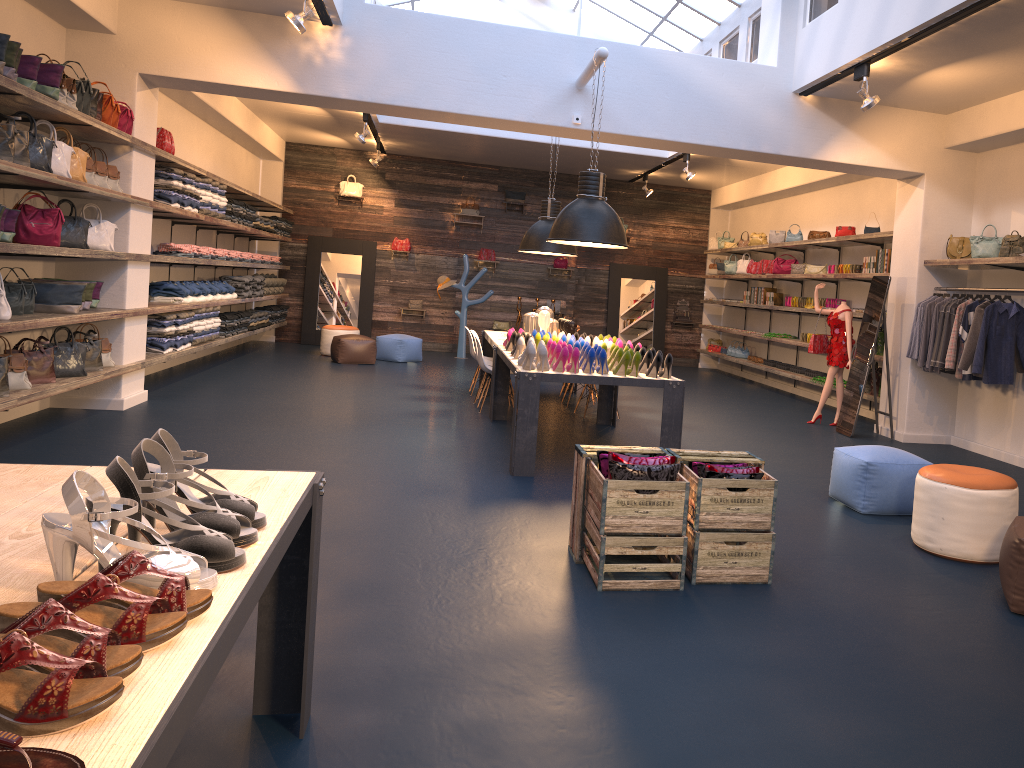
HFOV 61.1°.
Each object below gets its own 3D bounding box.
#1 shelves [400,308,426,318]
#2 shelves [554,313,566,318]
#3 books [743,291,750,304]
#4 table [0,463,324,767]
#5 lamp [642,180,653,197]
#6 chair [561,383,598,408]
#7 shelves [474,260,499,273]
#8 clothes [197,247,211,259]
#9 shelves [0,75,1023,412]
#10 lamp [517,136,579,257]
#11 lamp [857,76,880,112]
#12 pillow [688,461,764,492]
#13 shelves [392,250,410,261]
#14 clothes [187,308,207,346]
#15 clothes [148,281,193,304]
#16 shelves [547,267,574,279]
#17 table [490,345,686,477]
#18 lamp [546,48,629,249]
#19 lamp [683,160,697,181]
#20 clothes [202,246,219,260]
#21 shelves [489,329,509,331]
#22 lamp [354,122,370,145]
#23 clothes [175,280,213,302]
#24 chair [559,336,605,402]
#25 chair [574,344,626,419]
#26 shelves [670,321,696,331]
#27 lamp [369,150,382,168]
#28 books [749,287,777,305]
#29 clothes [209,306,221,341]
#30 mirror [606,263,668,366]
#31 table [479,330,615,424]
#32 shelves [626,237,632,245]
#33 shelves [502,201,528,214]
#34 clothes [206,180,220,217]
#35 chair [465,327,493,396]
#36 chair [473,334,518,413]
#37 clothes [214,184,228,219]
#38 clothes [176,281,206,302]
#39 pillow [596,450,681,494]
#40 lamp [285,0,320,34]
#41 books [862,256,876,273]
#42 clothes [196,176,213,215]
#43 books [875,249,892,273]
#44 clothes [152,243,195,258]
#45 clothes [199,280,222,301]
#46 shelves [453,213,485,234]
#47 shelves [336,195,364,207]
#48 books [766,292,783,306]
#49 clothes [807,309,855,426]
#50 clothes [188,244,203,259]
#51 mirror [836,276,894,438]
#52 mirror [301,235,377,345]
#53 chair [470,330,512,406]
[{"bbox_3d":[-1.796,-1.291,15.763,0.468,0.143,0.238,3,5,-12],"label":"shelves"},{"bbox_3d":[0.769,-1.262,16.391,0.468,0.183,0.237,3,5,-12],"label":"shelves"},{"bbox_3d":[4.133,-1.489,15.000,0.185,0.209,0.310,4,5,-7],"label":"books"},{"bbox_3d":[-1.105,0.745,1.252,1.272,0.737,2.475,4,6,-7],"label":"table"},{"bbox_3d":[2.415,-3.468,15.484,0.223,0.327,0.195,7,4,34],"label":"lamp"},{"bbox_3d":[0.857,-0.132,10.058,0.564,0.799,0.451,4,3,-11],"label":"chair"},{"bbox_3d":[-0.473,-2.173,16.039,0.468,0.210,0.237,3,5,-12],"label":"shelves"},{"bbox_3d":[-3.670,-1.514,9.997,0.344,0.158,0.327,6,6,11],"label":"clothes"},{"bbox_3d":[0.546,-0.723,7.986,8.904,2.217,16.414,4,6,-7],"label":"shelves"},{"bbox_3d":[0.464,-2.307,9.900,0.657,1.642,0.745,6,3,27],"label":"lamp"},{"bbox_3d":[3.085,-2.506,7.557,0.230,0.327,0.189,6,3,18],"label":"lamp"},{"bbox_3d":[1.051,0.533,4.396,0.319,0.318,0.446,4,5,-8],"label":"pillow"},{"bbox_3d":[-2.006,-2.317,15.658,0.314,0.157,0.238,3,5,-11],"label":"shelves"},{"bbox_3d":[-3.583,-0.653,9.644,0.268,0.454,0.336,5,4,4],"label":"clothes"},{"bbox_3d":[-3.618,-0.968,9.121,0.438,0.240,0.417,4,5,-10],"label":"clothes"},{"bbox_3d":[0.911,-2.088,16.404,0.513,0.184,0.195,3,5,-13],"label":"shelves"},{"bbox_3d":[0.534,0.166,7.480,1.272,0.737,2.475,4,6,-7],"label":"table"},{"bbox_3d":[0.690,-1.988,7.269,0.737,1.642,0.664,3,3,-18],"label":"lamp"},{"bbox_3d":[2.634,-3.155,12.905,0.223,0.327,0.195,7,4,34],"label":"lamp"},{"bbox_3d":[-3.673,-1.559,10.327,0.333,0.154,0.339,3,6,-15],"label":"clothes"},{"bbox_3d":[-0.198,-0.933,16.169,0.468,0.157,0.237,3,5,-12],"label":"shelves"},{"bbox_3d":[-2.040,-3.413,11.835,0.223,0.327,0.195,7,4,34],"label":"lamp"},{"bbox_3d":[-3.688,-1.068,9.941,0.438,0.240,0.417,4,5,-10],"label":"clothes"},{"bbox_3d":[0.865,-0.207,10.716,0.560,0.799,0.454,4,3,-9],"label":"chair"},{"bbox_3d":[0.977,-0.049,9.418,0.571,0.799,0.445,3,3,-17],"label":"chair"},{"bbox_3d":[3.345,-1.130,17.029,0.468,0.157,0.237,3,5,-12],"label":"shelves"},{"bbox_3d":[-2.258,-3.724,14.396,0.223,0.327,0.195,7,4,34],"label":"lamp"},{"bbox_3d":[4.206,-1.471,14.546,0.247,0.287,0.621,4,6,-8],"label":"books"},{"bbox_3d":[-3.640,-0.734,10.313,0.268,0.454,0.336,5,4,4],"label":"clothes"},{"bbox_3d":[2.412,-1.339,16.793,1.199,1.912,0.258,4,2,-13],"label":"mirror"},{"bbox_3d":[0.324,-0.134,9.951,1.272,0.737,2.475,4,6,-7],"label":"table"},{"bbox_3d":[2.040,-2.737,16.626,0.468,0.177,0.237,3,5,-12],"label":"shelves"},{"bbox_3d":[0.045,-3.269,16.112,0.468,0.178,0.237,3,5,-12],"label":"shelves"},{"bbox_3d":[-3.518,-2.127,9.912,0.268,0.454,0.336,5,4,4],"label":"clothes"},{"bbox_3d":[-0.317,-0.273,10.448,0.564,0.799,0.451,4,3,-11],"label":"chair"},{"bbox_3d":[-0.166,-0.113,9.157,0.564,0.799,0.451,4,3,-11],"label":"chair"},{"bbox_3d":[-3.548,-2.169,10.263,0.268,0.454,0.336,5,4,4],"label":"clothes"},{"bbox_3d":[-3.656,-1.021,9.551,0.419,0.240,0.436,5,5,6],"label":"clothes"},{"bbox_3d":[0.584,0.485,4.181,0.368,0.348,0.425,4,5,-9],"label":"pillow"},{"bbox_3d":[-1.583,-2.766,6.507,0.260,0.326,0.167,1,4,-40],"label":"lamp"},{"bbox_3d":[4.452,-1.450,10.648,0.185,0.209,0.310,4,5,-7],"label":"books"},{"bbox_3d":[-3.491,-2.088,9.595,0.268,0.454,0.336,5,4,4],"label":"clothes"},{"bbox_3d":[4.525,-1.432,10.194,0.247,0.287,0.621,4,6,-8],"label":"books"},{"bbox_3d":[-3.610,-1.430,9.298,0.344,0.158,0.327,6,6,11],"label":"clothes"},{"bbox_3d":[-3.722,-1.116,10.340,0.438,0.240,0.417,4,5,-10],"label":"clothes"},{"bbox_3d":[-0.796,-2.938,15.922,0.578,0.316,0.237,3,4,-13],"label":"shelves"},{"bbox_3d":[-2.873,-3.246,15.402,0.468,0.157,0.237,3,5,-12],"label":"shelves"},{"bbox_3d":[4.255,-1.372,14.073,0.187,0.212,0.321,4,5,-8],"label":"books"},{"bbox_3d":[3.779,-0.198,10.131,0.489,1.381,0.327,3,2,-24],"label":"clothes"},{"bbox_3d":[-3.614,-1.474,9.628,0.333,0.154,0.339,3,6,-15],"label":"clothes"},{"bbox_3d":[3.930,-0.310,9.511,0.540,1.760,0.489,4,2,-10],"label":"mirror"},{"bbox_3d":[-3.068,-1.630,15.439,1.199,1.912,0.258,4,2,-13],"label":"mirror"},{"bbox_3d":[-0.220,-0.191,9.803,0.551,0.799,0.462,4,3,-3],"label":"chair"}]
